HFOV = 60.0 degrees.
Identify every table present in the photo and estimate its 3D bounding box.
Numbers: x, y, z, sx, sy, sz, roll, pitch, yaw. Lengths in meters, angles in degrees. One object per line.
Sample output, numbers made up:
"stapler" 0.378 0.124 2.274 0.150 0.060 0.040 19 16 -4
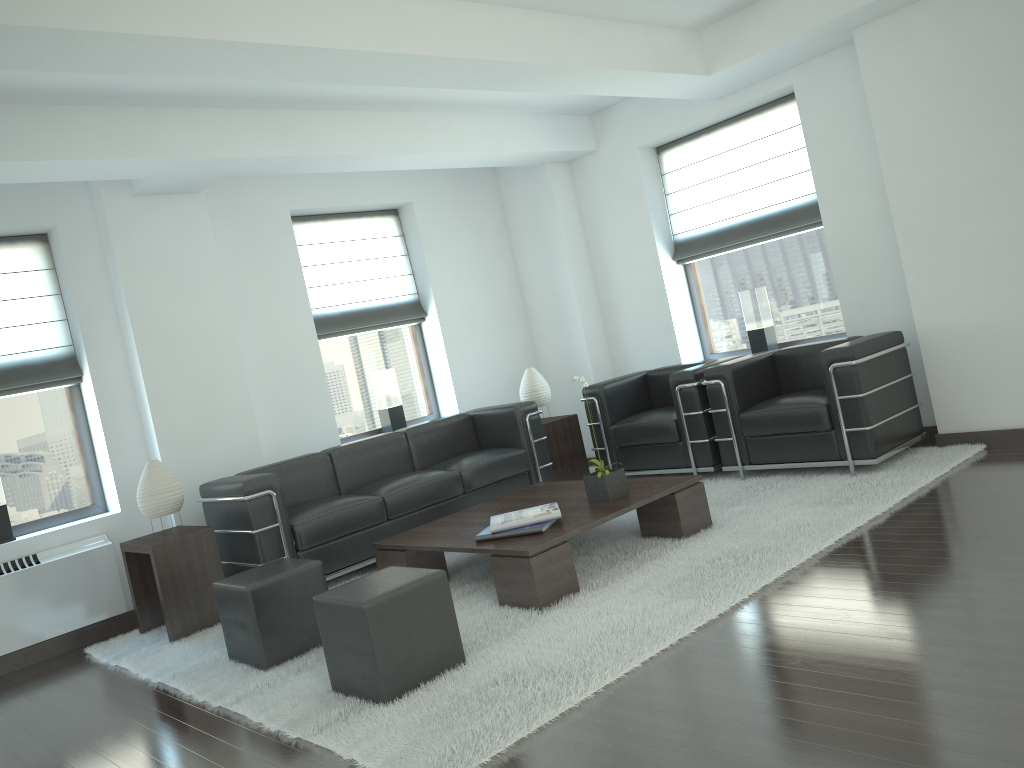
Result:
"table" -2.854 1.695 7.541 0.528 0.845 0.784 -13 2 -41
"table" 0.409 0.854 10.514 0.528 0.845 0.784 -13 2 -41
"table" 0.235 1.230 7.158 1.943 0.441 1.915 -14 3 -41

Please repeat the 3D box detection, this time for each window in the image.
"window" -4.848 0.067 8.013 1.707 2.731 0.145 -13 1 -41
"window" -1.855 -0.705 10.739 1.707 2.731 0.145 -13 1 -41
"window" 2.845 -1.712 10.212 0.146 2.731 2.125 -13 1 -41

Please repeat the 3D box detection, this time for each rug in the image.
"rug" 0.259 1.395 7.712 6.275 0.110 5.153 -14 3 -41

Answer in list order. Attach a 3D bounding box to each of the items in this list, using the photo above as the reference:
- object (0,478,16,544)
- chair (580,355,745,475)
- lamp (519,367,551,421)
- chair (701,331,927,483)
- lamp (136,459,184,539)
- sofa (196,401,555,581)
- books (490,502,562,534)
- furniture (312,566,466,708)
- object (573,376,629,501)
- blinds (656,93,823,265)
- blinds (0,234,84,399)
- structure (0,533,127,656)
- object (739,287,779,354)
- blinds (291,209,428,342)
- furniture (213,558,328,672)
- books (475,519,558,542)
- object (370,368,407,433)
"object" -4.582 1.020 7.757 0.239 0.776 0.242 -13 1 -41
"chair" 1.753 0.419 9.689 1.127 1.170 1.641 -14 2 -41
"lamp" 0.276 0.122 10.451 0.375 0.654 0.374 -13 1 -12
"chair" 2.843 0.234 8.424 1.127 1.170 1.641 -14 2 -41
"lamp" -2.969 0.959 7.494 0.376 0.654 0.373 -13 1 -37
"sofa" -1.164 1.096 8.802 3.489 1.170 1.120 -14 2 -41
"books" 0.098 0.989 6.564 0.518 0.045 0.446 -12 2 -1
"furniture" -0.717 1.437 5.162 0.590 0.579 0.601 -14 2 -41
"object" 0.639 0.415 7.003 0.253 0.992 0.334 -13 1 -41
"blinds" 2.590 -2.294 10.092 0.223 1.476 2.116 -13 2 -41
"blinds" -4.872 -0.566 7.892 1.692 1.476 0.221 -14 1 -41
"structure" -4.137 1.843 7.567 1.467 0.726 0.193 -14 2 -41
"object" 2.801 -0.694 10.046 0.239 0.776 0.242 -13 1 -41
"blinds" -1.881 -1.337 10.618 1.692 1.476 0.221 -14 1 -41
"furniture" -1.669 1.600 6.254 0.590 0.579 0.601 -14 2 -41
"books" 0.045 1.050 6.501 0.517 0.045 0.447 -12 2 19
"object" -1.471 0.219 10.591 0.239 0.776 0.242 -13 1 -41
